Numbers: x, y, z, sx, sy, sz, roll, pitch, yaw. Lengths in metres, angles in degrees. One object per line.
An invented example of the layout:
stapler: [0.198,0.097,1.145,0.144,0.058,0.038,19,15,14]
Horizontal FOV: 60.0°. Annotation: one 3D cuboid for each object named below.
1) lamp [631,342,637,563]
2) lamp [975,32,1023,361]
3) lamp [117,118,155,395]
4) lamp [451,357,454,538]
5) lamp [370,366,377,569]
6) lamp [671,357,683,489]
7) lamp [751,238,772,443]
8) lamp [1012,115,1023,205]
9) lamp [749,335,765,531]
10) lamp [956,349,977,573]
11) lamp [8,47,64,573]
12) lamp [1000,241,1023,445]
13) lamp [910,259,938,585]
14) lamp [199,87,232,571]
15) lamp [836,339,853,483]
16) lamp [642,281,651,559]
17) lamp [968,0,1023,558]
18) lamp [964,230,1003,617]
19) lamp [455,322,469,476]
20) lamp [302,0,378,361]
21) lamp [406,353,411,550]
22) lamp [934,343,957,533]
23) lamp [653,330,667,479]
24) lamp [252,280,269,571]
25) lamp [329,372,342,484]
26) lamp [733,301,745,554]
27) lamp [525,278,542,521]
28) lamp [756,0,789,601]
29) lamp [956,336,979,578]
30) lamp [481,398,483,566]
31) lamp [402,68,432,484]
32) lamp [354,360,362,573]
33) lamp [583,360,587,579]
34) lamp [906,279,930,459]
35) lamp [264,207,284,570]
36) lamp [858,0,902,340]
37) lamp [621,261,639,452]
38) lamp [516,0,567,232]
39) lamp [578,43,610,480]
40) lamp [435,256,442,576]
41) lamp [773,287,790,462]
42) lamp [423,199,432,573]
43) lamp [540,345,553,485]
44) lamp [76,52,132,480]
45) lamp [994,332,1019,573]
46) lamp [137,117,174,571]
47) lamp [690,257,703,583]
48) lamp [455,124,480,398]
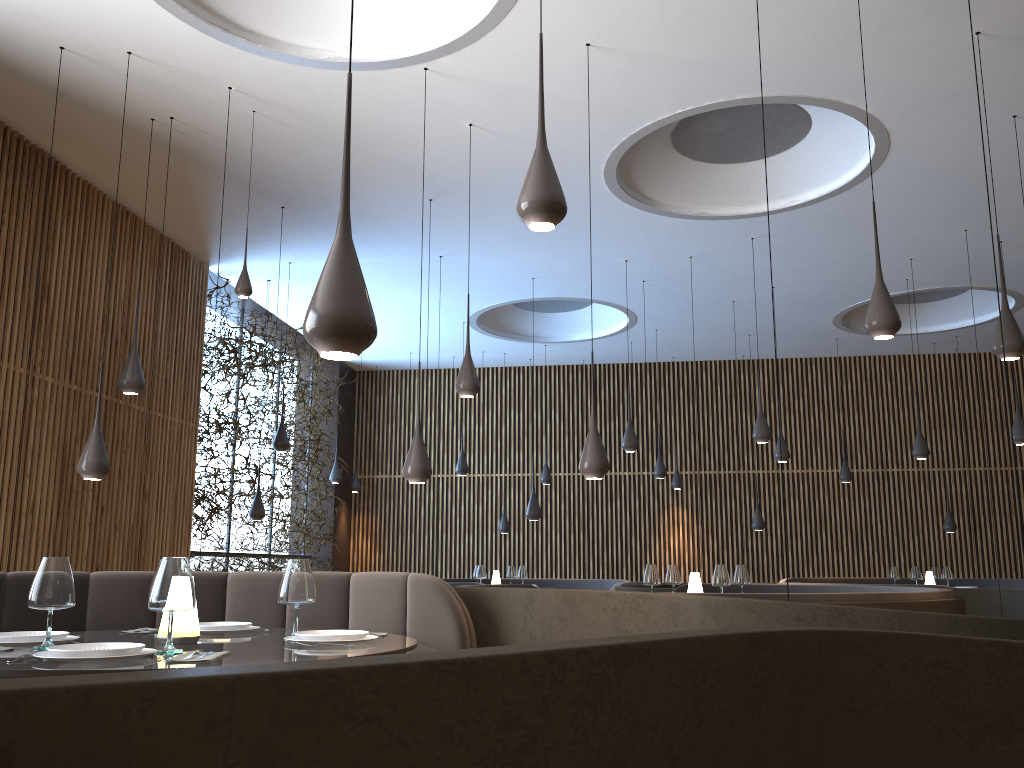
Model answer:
lamp: [1.876,2.411,13.385,0.196,6.247,0.196,-4,-11,23]
lamp: [3.094,-1.244,5.696,0.196,2.213,0.197,0,-10,3]
lamp: [-2.859,-1.016,6.851,0.196,2.213,0.196,-7,-12,33]
lamp: [-0.988,2.617,14.405,0.196,6.247,0.197,1,-10,-7]
lamp: [-2.402,2.760,15.104,0.196,6.247,0.196,-7,-12,33]
lamp: [2.714,0.636,14.742,0.196,2.213,0.197,1,-10,-7]
lamp: [2.592,-0.482,9.368,0.196,2.213,0.196,-9,-14,42]
lamp: [3.947,0.967,6.416,0.196,6.247,0.196,-9,-14,42]
lamp: [3.620,0.702,13.261,0.196,2.947,0.197,1,-10,-7]
lamp: [7.190,2.506,13.791,0.196,6.247,0.196,-7,-12,33]
lamp: [-3.096,0.767,5.525,0.196,6.247,0.196,-3,-11,16]
lamp: [5.315,-0.457,9.441,0.196,2.213,0.196,-9,-14,42]
lamp: [4.582,1.636,9.632,0.196,6.247,0.196,-9,-14,42]
lamp: [-2.101,0.874,6.029,0.196,6.247,0.196,-7,-13,35]
lamp: [5.036,0.392,13.550,0.196,2.213,0.197,3,-11,-17]
lamp: [1.627,1.798,10.440,0.196,6.247,0.196,-9,-14,42]
lamp: [2.079,0.389,3.654,0.196,6.247,0.197,-2,-11,13]
lamp: [4.766,1.456,8.763,0.196,6.247,0.196,-9,-14,42]
lamp: [-0.701,0.198,12.668,0.196,2.213,0.197,1,-10,-7]
lamp: [-0.452,-1.523,2.597,0.196,2.947,0.196,-9,-14,42]
lamp: [-1.683,2.560,14.134,0.196,6.247,0.196,-7,-12,33]
lamp: [6.662,0.805,13.726,0.196,2.947,0.197,1,-10,-7]
lamp: [2.152,0.281,13.040,0.196,2.213,0.197,1,-10,-7]
lamp: [-3.038,1.791,10.448,0.196,6.247,0.196,-7,-12,33]
lamp: [-2.715,0.439,13.849,0.196,2.213,0.196,-7,-12,33]
lamp: [2.950,1.973,11.269,0.196,6.247,0.196,-4,-11,23]
lamp: [0.256,0.151,10.644,0.196,2.947,0.197,0,-10,3]
lamp: [1.244,0.475,4.077,0.196,6.247,0.197,-2,-11,13]
lamp: [6.807,2.347,13.026,0.196,6.247,0.196,-4,-11,23]
lamp: [-0.484,2.545,14.053,0.196,6.247,0.196,-4,-11,23]
lamp: [-0.618,-0.802,6.069,0.196,2.947,0.196,8,-13,-36]
lamp: [-2.228,2.247,12.637,0.196,6.247,0.196,-7,-12,33]
lamp: [1.220,2.662,14.599,0.196,6.247,0.196,-7,-12,33]
lamp: [4.853,-0.201,10.697,0.196,2.213,0.196,-9,-14,42]
lamp: [-2.275,1.327,8.210,0.196,6.247,0.196,3,-11,-17]
lamp: [2.092,-1.350,5.181,0.196,2.213,0.197,-2,-11,13]
lamp: [1.320,-0.335,10.067,0.196,2.213,0.196,-9,-14,42]
lamp: [0.116,-1.687,3.577,0.196,2.213,0.196,-9,-14,42]
lamp: [0.514,-0.861,5.772,0.196,2.947,0.196,5,-12,-26]
lamp: [-0.822,1.616,9.584,0.196,6.247,0.196,8,-13,-36]
lamp: [3.304,-0.136,11.023,0.196,2.213,0.196,-9,-14,42]
lamp: [-0.795,1.291,8.025,0.196,6.247,0.196,8,-13,-36]
lamp: [0.534,0.469,13.960,0.196,2.213,0.197,1,-10,-7]
lamp: [-2.654,-0.845,5.878,0.196,2.947,0.197,1,-10,-7]
lamp: [7.265,2.297,12.784,0.196,6.247,0.196,-4,-11,23]
lamp: [-2.703,0.964,6.468,0.196,6.247,0.196,-3,-11,16]
lamp: [2.039,1.621,9.583,0.196,6.247,0.196,-9,-14,42]
lamp: [-0.336,-0.992,6.923,0.196,2.213,0.197,0,-10,3]
